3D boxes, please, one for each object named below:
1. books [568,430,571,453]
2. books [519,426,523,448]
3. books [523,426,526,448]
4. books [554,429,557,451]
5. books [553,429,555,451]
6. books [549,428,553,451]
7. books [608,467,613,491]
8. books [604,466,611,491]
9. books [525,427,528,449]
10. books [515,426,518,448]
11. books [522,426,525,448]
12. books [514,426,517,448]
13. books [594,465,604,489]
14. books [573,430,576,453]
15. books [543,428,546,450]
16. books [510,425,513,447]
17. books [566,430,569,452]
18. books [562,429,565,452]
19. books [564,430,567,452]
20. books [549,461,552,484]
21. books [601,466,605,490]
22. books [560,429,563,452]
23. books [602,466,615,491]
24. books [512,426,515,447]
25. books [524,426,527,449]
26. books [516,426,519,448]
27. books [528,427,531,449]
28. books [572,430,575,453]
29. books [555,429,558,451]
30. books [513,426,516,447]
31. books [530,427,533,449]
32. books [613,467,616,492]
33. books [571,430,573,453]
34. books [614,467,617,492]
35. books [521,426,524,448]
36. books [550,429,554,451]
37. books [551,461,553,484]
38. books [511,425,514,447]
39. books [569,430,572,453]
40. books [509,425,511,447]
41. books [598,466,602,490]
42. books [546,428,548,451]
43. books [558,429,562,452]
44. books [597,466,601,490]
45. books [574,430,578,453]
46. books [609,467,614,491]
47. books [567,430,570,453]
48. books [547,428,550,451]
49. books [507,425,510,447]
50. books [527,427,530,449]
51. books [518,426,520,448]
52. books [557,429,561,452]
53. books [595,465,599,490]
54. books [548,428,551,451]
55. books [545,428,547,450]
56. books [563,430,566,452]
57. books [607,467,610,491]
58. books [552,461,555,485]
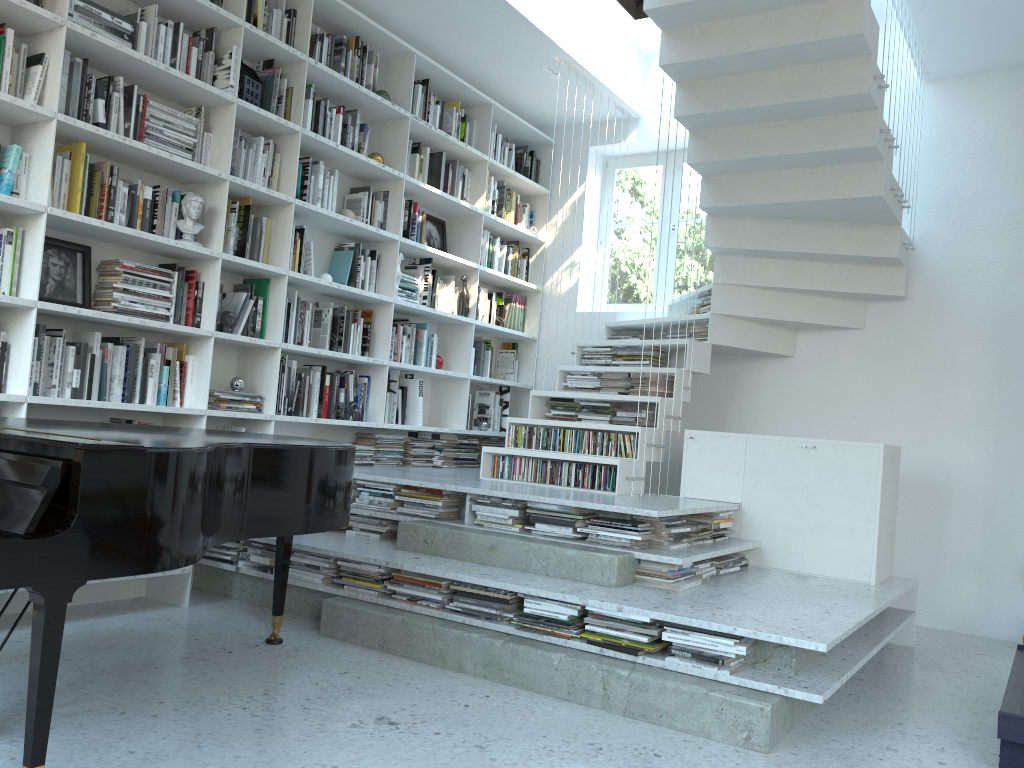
[{"bbox_3d":[0.349,0.320,4.915,0.008,0.125,0.125,3,-3,32],"label":"books"},{"bbox_3d":[0.081,0.307,5.084,0.012,0.125,0.125,3,-3,32],"label":"books"},{"bbox_3d":[0.103,0.308,5.070,0.007,0.125,0.125,3,-3,32],"label":"books"},{"bbox_3d":[0.271,0.316,4.964,0.009,0.125,0.125,3,-3,32],"label":"books"},{"bbox_3d":[0.264,0.316,4.968,0.010,0.125,0.125,3,-3,32],"label":"books"},{"bbox_3d":[0.246,0.315,4.980,0.008,0.125,0.125,3,-3,32],"label":"books"},{"bbox_3d":[0.534,0.493,4.609,0.009,0.125,0.125,3,-3,32],"label":"books"},{"bbox_3d":[0.517,0.493,4.619,0.009,0.125,0.125,3,-3,32],"label":"books"},{"bbox_3d":[0.116,0.308,5.061,0.008,0.125,0.125,3,-3,32],"label":"books"},{"bbox_3d":[0.059,0.305,5.097,0.007,0.125,0.125,3,-3,32],"label":"books"},{"bbox_3d":[0.097,0.307,5.073,0.007,0.125,0.125,3,-3,32],"label":"books"},{"bbox_3d":[0.053,0.305,5.101,0.009,0.125,0.125,3,-3,32],"label":"books"},{"bbox_3d":[0.464,0.490,4.653,0.009,0.125,0.125,3,-3,32],"label":"books"},{"bbox_3d":[0.374,0.321,4.900,0.007,0.125,0.125,3,-3,32],"label":"books"},{"bbox_3d":[0.215,0.313,4.999,0.007,0.125,0.125,3,-3,32],"label":"books"},{"bbox_3d":[0.027,0.304,5.117,0.009,0.125,0.125,3,-3,32],"label":"books"},{"bbox_3d":[0.334,0.319,4.925,0.010,0.125,0.125,3,-3,32],"label":"books"},{"bbox_3d":[0.314,0.318,4.937,0.007,0.125,0.125,3,-3,32],"label":"books"},{"bbox_3d":[0.327,0.319,4.929,0.007,0.125,0.125,3,-3,32],"label":"books"},{"bbox_3d":[0.239,0.479,4.794,0.008,0.125,0.125,3,-3,32],"label":"books"},{"bbox_3d":[0.499,0.492,4.630,0.010,0.125,0.125,3,-3,32],"label":"books"},{"bbox_3d":[0.307,0.318,4.942,0.010,0.125,0.125,3,-3,32],"label":"books"},{"bbox_3d":[0.509,0.492,4.624,0.013,0.125,0.125,3,-3,32],"label":"books"},{"bbox_3d":[0.040,0.305,5.109,0.007,0.125,0.125,3,-3,32],"label":"books"},{"bbox_3d":[0.110,0.308,5.066,0.007,0.125,0.125,3,-3,32],"label":"books"},{"bbox_3d":[0.065,0.306,5.093,0.008,0.125,0.125,3,-3,32],"label":"books"},{"bbox_3d":[0.131,0.309,5.052,0.010,0.125,0.125,3,-3,32],"label":"books"},{"bbox_3d":[0.367,0.320,4.904,0.008,0.125,0.125,3,-3,32],"label":"books"},{"bbox_3d":[0.279,0.316,4.959,0.007,0.125,0.125,3,-3,32],"label":"books"},{"bbox_3d":[0.046,0.305,5.105,0.008,0.125,0.125,3,-3,32],"label":"books"},{"bbox_3d":[0.140,0.309,5.047,0.010,0.125,0.125,3,-3,32],"label":"books"},{"bbox_3d":[0.556,0.494,4.595,0.013,0.125,0.125,3,-3,32],"label":"books"},{"bbox_3d":[0.361,0.320,4.908,0.008,0.125,0.125,3,-3,32],"label":"books"},{"bbox_3d":[0.563,0.495,4.590,0.009,0.125,0.125,3,-3,32],"label":"books"},{"bbox_3d":[0.090,0.307,5.078,0.008,0.125,0.125,3,-3,32],"label":"books"},{"bbox_3d":[0.255,0.315,4.974,0.012,0.125,0.125,3,-3,32],"label":"books"},{"bbox_3d":[0.246,0.479,4.790,0.008,0.125,0.125,3,-3,32],"label":"books"},{"bbox_3d":[0.034,0.304,5.113,0.008,0.125,0.125,3,-3,32],"label":"books"},{"bbox_3d":[0.355,0.320,4.912,0.008,0.125,0.125,3,-3,32],"label":"books"},{"bbox_3d":[0.021,0.304,5.121,0.008,0.125,0.125,3,-3,32],"label":"books"},{"bbox_3d":[0.490,0.491,4.636,0.014,0.125,0.125,3,-3,32],"label":"books"},{"bbox_3d":[0.228,0.314,4.991,0.007,0.125,0.125,3,-3,32],"label":"books"},{"bbox_3d":[0.297,0.317,4.948,0.014,0.125,0.125,3,-3,32],"label":"books"},{"bbox_3d":[0.480,0.491,4.643,0.010,0.125,0.125,3,-3,32],"label":"books"},{"bbox_3d":[0.380,0.321,4.896,0.008,0.125,0.125,3,-3,32],"label":"books"},{"bbox_3d":[0.544,0.494,4.603,0.016,0.125,0.125,3,-3,32],"label":"books"},{"bbox_3d":[0.342,0.319,4.920,0.008,0.125,0.125,3,-3,32],"label":"books"},{"bbox_3d":[0.234,0.314,4.987,0.008,0.125,0.125,3,-3,32],"label":"books"},{"bbox_3d":[0.013,0.303,5.126,0.008,0.125,0.125,3,-3,32],"label":"books"},{"bbox_3d":[0.123,0.309,5.057,0.008,0.125,0.125,3,-3,32],"label":"books"},{"bbox_3d":[0.073,0.306,5.088,0.010,0.125,0.125,3,-3,32],"label":"books"},{"bbox_3d":[0.287,0.317,4.954,0.010,0.125,0.125,3,-3,32],"label":"books"},{"bbox_3d":[0.472,0.490,4.648,0.007,0.125,0.125,3,-3,32],"label":"books"},{"bbox_3d":[0.240,0.314,4.983,0.008,0.125,0.125,3,-3,32],"label":"books"},{"bbox_3d":[0.222,0.313,4.995,0.007,0.125,0.125,3,-3,32],"label":"books"},{"bbox_3d":[0.320,0.318,4.933,0.007,0.125,0.125,3,-3,32],"label":"books"},{"bbox_3d":[0.526,0.493,4.614,0.011,0.125,0.125,3,-3,32],"label":"books"},{"bbox_3d":[0.252,0.480,4.786,0.008,0.125,0.125,3,-3,32],"label":"books"}]
